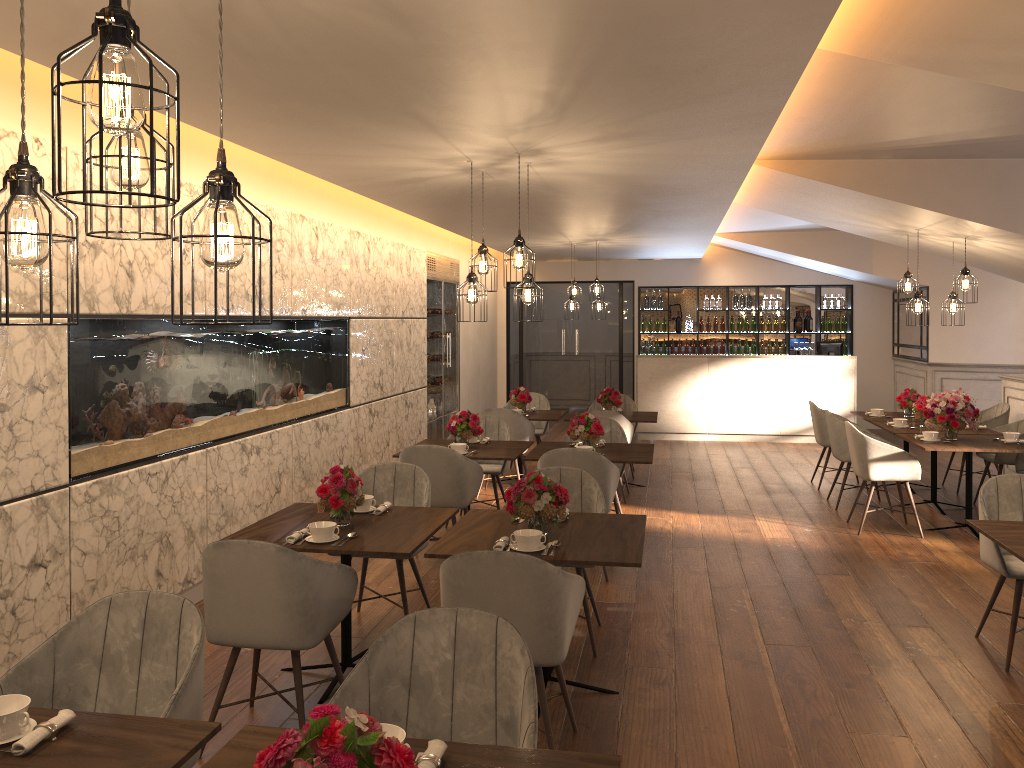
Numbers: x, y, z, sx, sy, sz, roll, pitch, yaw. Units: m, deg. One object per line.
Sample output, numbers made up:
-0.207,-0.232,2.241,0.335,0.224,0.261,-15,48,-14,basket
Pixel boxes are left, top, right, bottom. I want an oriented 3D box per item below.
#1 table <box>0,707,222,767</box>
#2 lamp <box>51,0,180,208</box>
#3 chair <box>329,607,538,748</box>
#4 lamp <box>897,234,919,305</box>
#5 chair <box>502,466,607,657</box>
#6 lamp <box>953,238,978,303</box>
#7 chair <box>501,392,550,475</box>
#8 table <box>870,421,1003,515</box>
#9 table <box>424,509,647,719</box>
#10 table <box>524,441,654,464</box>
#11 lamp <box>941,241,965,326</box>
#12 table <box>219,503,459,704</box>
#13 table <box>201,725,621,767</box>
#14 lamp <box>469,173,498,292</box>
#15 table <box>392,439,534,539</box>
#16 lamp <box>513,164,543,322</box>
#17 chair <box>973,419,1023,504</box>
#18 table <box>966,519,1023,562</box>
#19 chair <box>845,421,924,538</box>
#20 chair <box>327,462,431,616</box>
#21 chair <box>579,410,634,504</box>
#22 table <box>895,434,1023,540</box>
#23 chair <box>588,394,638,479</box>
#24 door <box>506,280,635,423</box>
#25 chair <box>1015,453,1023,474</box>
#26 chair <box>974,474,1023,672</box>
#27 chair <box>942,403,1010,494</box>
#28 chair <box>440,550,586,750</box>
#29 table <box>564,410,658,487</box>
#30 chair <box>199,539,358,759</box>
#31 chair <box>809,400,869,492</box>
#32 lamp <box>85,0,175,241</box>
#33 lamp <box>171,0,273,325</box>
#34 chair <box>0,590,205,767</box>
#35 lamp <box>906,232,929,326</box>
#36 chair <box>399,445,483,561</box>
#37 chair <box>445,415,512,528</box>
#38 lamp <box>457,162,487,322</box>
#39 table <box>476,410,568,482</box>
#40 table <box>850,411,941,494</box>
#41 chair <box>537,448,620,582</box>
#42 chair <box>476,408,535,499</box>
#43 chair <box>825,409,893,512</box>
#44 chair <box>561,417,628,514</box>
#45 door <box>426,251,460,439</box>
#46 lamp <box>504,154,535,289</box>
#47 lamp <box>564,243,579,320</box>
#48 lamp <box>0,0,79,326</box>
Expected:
-1.220,1.206,1.783,0.896,0.720,0.898,0,3,10,table
-0.617,-1.318,1.362,0.175,2.069,0.175,0,1,11,lamp
-0.197,1.092,2.283,0.565,0.872,0.527,0,2,10,chair
3.610,-1.759,8.066,0.175,2.069,0.175,0,1,11,lamp
0.232,0.917,4.723,0.565,0.872,0.527,0,2,10,chair
3.838,-1.718,7.487,0.175,2.069,0.175,0,1,11,lamp
0.164,0.549,9.869,0.565,0.872,0.527,0,2,10,chair
3.792,0.752,7.954,0.896,0.720,0.898,0,3,10,table
0.154,1.040,4.057,0.896,0.720,0.898,0,3,10,table
0.601,0.857,6.595,0.896,0.720,0.898,0,3,10,table
3.895,-1.548,7.813,0.175,2.069,0.175,0,1,11,lamp
-0.791,1.031,4.223,0.896,0.720,0.898,0,3,10,table
-0.275,1.216,1.616,0.896,0.720,0.898,0,3,10,table
-0.188,-1.628,5.676,0.175,2.069,0.175,0,1,11,lamp
-0.344,0.848,6.762,0.896,0.720,0.898,0,3,10,table
0.098,-1.417,5.424,0.175,2.069,0.175,0,1,11,lamp
4.435,0.684,7.819,0.526,0.872,0.566,0,2,10,chair
2.566,1.053,3.782,0.896,0.720,0.898,0,3,10,table
2.961,0.739,7.107,0.526,0.872,0.566,0,2,10,chair
-0.712,0.907,4.890,0.565,0.872,0.527,0,2,10,chair
0.863,0.652,8.397,0.565,0.872,0.527,0,2,10,chair
3.629,0.818,7.029,0.896,0.720,0.898,0,3,10,table
1.109,0.558,9.702,0.565,0.872,0.527,0,2,10,chair
0.967,-0.524,14.615,2.106,2.332,0.274,0,1,10,door
4.272,0.751,6.894,0.526,0.872,0.566,0,2,10,chair
2.645,0.930,4.448,0.565,0.872,0.527,0,2,10,chair
4.597,0.617,8.744,0.526,0.872,0.566,0,2,10,chair
-0.013,1.011,3.418,0.565,0.872,0.527,0,2,10,chair
1.030,0.682,9.035,0.896,0.720,0.898,0,3,10,table
-0.958,1.001,3.584,0.565,0.872,0.527,0,2,10,chair
3.286,0.606,8.956,0.526,0.872,0.566,0,2,10,chair
-0.845,-1.359,1.941,0.175,2.069,0.175,0,1,11,lamp
-0.559,-1.148,1.689,0.175,2.069,0.175,0,1,11,lamp
-1.142,1.083,2.450,0.565,0.872,0.527,0,2,10,chair
3.553,-1.542,7.745,0.175,2.069,0.175,0,1,11,lamp
-0.511,0.818,6.123,0.565,0.872,0.527,0,2,10,chair
-0.266,0.724,7.429,0.565,0.872,0.527,0,2,10,chair
-0.244,-1.411,5.355,0.175,2.069,0.175,0,1,11,lamp
0.086,0.672,9.202,0.896,0.720,0.898,0,3,10,table
3.954,0.685,8.879,0.896,0.720,0.898,0,3,10,table
0.434,0.828,5.957,0.565,0.872,0.527,0,2,10,chair
-0.081,0.643,8.563,0.565,0.872,0.527,0,2,10,chair
3.124,0.672,8.032,0.526,0.872,0.566,0,2,10,chair
0.679,0.734,7.262,0.565,0.872,0.527,0,2,10,chair
-0.851,-0.377,11.142,0.134,2.466,1.860,0,2,10,door
0.041,-1.587,5.097,0.175,2.069,0.175,0,1,11,lamp
0.736,-1.830,10.924,0.175,2.069,0.175,0,1,11,lamp
-0.901,-1.142,1.620,0.175,2.069,0.175,0,1,11,lamp
